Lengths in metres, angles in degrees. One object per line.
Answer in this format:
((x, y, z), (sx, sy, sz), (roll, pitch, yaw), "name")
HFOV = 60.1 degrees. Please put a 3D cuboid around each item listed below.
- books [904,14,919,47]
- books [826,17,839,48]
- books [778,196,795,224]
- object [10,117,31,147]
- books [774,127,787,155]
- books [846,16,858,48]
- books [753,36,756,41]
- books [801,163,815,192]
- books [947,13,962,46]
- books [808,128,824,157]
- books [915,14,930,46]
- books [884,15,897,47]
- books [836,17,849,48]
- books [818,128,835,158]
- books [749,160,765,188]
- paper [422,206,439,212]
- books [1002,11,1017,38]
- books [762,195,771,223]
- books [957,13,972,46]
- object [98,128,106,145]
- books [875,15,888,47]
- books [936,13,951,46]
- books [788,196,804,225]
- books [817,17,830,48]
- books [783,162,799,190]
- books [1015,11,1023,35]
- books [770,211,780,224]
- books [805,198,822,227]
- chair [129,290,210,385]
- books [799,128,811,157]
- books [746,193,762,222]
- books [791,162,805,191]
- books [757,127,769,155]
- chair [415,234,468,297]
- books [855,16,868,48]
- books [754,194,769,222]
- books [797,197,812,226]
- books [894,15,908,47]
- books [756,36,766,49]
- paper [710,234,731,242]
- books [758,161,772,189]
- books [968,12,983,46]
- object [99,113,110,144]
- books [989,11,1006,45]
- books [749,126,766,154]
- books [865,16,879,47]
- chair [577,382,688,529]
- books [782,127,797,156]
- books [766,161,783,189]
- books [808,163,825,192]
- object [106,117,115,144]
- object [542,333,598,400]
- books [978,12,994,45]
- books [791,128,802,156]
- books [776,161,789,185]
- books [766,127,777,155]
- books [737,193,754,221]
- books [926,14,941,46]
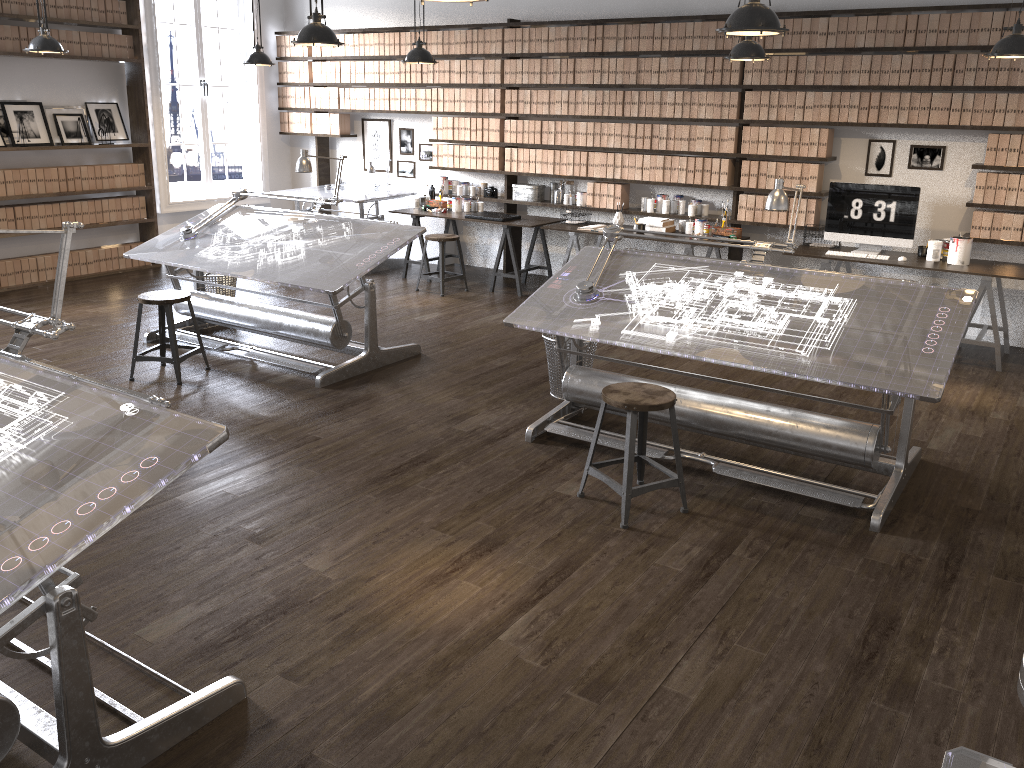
((2.951, -2.593, 6.516), (0.067, 0.223, 0.176), (11, 19, 32), "books")
((2.486, -2.695, 6.811), (0.067, 0.223, 0.176), (11, 19, 32), "books")
((2.261, -1.427, 7.288), (0.067, 0.223, 0.176), (11, 19, 32), "books")
((-4.369, -2.233, 7.859), (0.040, 0.257, 0.176), (11, 18, 32), "object")
((2.198, -1.971, 7.199), (0.067, 0.222, 0.176), (11, 19, 32), "books")
((2.606, -2.671, 6.742), (0.067, 0.223, 0.176), (11, 19, 32), "books")
((1.962, -2.812, 7.150), (0.067, 0.222, 0.176), (11, 19, 32), "books")
((2.391, -1.666, 7.143), (0.067, 0.222, 0.176), (11, 19, 32), "books")
((3.194, -2.541, 6.368), (0.067, 0.223, 0.176), (11, 19, 32), "books")
((2.426, -1.920, 7.050), (0.067, 0.223, 0.176), (11, 19, 32), "books")
((3.016, -2.580, 6.481), (0.067, 0.223, 0.176), (11, 19, 32), "books")
((2.836, -2.619, 6.593), (0.067, 0.222, 0.176), (11, 19, 32), "books")
((2.547, -2.683, 6.777), (0.067, 0.223, 0.176), (11, 19, 32), "books")
((2.488, -1.908, 7.016), (0.067, 0.223, 0.176), (11, 19, 32), "books")
((2.037, -1.742, 7.363), (0.067, 0.223, 0.176), (11, 19, 32), "books")
((-0.819, -1.741, 8.805), (0.155, 0.038, 0.139), (7, 18, 18), "paper")
((3.477, -2.478, 6.187), (0.067, 0.223, 0.176), (11, 19, 32), "books")
((2.146, -1.454, 7.365), (0.067, 0.222, 0.176), (11, 19, 32), "books")
((3.247, -2.527, 6.327), (0.067, 0.223, 0.176), (11, 19, 32), "books")
((-3.933, -2.373, 8.487), (0.040, 0.163, 0.067), (11, 18, 32), "object")
((2.781, -2.629, 6.622), (0.067, 0.223, 0.176), (11, 19, 32), "books")
((3.135, -2.554, 6.405), (0.067, 0.223, 0.176), (11, 19, 32), "books")
((2.326, -1.415, 7.253), (0.067, 0.223, 0.176), (11, 19, 32), "books")
((2.427, -2.709, 6.851), (0.067, 0.222, 0.176), (11, 19, 32), "books")
((2.279, -1.690, 7.215), (0.067, 0.223, 0.176), (11, 19, 32), "books")
((3.536, -2.466, 6.152), (0.067, 0.223, 0.176), (11, 19, 32), "books")
((2.202, -1.442, 7.332), (0.067, 0.222, 0.176), (11, 19, 32), "books")
((2.444, -1.389, 7.177), (0.067, 0.223, 0.176), (11, 19, 32), "books")
((-2.162, -0.302, 5.563), (0.358, 0.521, 0.376), (4, 16, 11), "chair")
((2.369, -1.934, 7.091), (0.067, 0.223, 0.176), (11, 19, 32), "books")
((2.030, -1.477, 7.433), (0.067, 0.223, 0.176), (11, 19, 32), "books")
((2.332, -1.677, 7.174), (0.067, 0.223, 0.176), (11, 19, 32), "books")
((2.083, -1.995, 7.267), (0.067, 0.223, 0.176), (11, 19, 32), "books")
((-0.648, -1.112, 8.223), (0.374, 0.521, 0.361), (15, 21, 40), "chair")
((2.662, -2.657, 6.702), (0.067, 0.223, 0.176), (11, 19, 32), "books")
((2.091, -1.464, 7.395), (0.067, 0.223, 0.176), (11, 19, 32), "books")
((2.383, -1.401, 7.212), (0.067, 0.223, 0.176), (11, 19, 32), "books")
((2.892, -2.607, 6.560), (0.067, 0.222, 0.176), (11, 19, 32), "books")
((2.021, -2.797, 7.106), (0.067, 0.223, 0.176), (11, 19, 32), "books")
((1.679, -1.191, 7.220), (0.138, 0.038, 0.156), (-14, 23, -40), "paper")
((2.102, -1.730, 7.328), (0.067, 0.223, 0.176), (11, 19, 32), "books")
((3.305, -2.516, 6.296), (0.067, 0.222, 0.176), (11, 19, 32), "books")
((-3.928, -2.460, 8.537), (0.040, 0.300, 0.119), (11, 18, 32), "object")
((3.416, -2.490, 6.221), (0.067, 0.223, 0.176), (11, 19, 32), "books")
((2.026, -2.009, 7.308), (0.067, 0.223, 0.176), (11, 19, 32), "books")
((2.721, -2.643, 6.661), (0.067, 0.223, 0.176), (11, 19, 32), "books")
((0.538, 0.290, 3.858), (0.359, 0.521, 0.376), (-7, 18, -27), "chair")
((2.251, -1.958, 7.159), (0.067, 0.223, 0.176), (11, 19, 32), "books")
((2.159, -1.715, 7.286), (0.067, 0.223, 0.176), (11, 19, 32), "books")
((2.442, -1.653, 7.108), (0.067, 0.222, 0.176), (11, 19, 32), "books")
((-3.914, -2.462, 8.613), (0.040, 0.258, 0.111), (11, 18, 32), "object")
((0.352, -0.116, 5.350), (0.354, 0.373, 0.356), (-10, 20, -34), "object")
((3.356, -2.504, 6.261), (0.067, 0.222, 0.176), (11, 19, 32), "books")
((2.310, -1.947, 7.128), (0.067, 0.223, 0.176), (11, 19, 32), "books")
((2.220, -1.703, 7.252), (0.067, 0.223, 0.176), (11, 19, 32), "books")
((2.144, -1.982, 7.231), (0.067, 0.222, 0.176), (11, 19, 32), "books")
((1.972, -1.492, 7.474), (0.067, 0.223, 0.176), (11, 19, 32), "books")
((3.073, -2.566, 6.440), (0.067, 0.223, 0.176), (11, 19, 32), "books")
